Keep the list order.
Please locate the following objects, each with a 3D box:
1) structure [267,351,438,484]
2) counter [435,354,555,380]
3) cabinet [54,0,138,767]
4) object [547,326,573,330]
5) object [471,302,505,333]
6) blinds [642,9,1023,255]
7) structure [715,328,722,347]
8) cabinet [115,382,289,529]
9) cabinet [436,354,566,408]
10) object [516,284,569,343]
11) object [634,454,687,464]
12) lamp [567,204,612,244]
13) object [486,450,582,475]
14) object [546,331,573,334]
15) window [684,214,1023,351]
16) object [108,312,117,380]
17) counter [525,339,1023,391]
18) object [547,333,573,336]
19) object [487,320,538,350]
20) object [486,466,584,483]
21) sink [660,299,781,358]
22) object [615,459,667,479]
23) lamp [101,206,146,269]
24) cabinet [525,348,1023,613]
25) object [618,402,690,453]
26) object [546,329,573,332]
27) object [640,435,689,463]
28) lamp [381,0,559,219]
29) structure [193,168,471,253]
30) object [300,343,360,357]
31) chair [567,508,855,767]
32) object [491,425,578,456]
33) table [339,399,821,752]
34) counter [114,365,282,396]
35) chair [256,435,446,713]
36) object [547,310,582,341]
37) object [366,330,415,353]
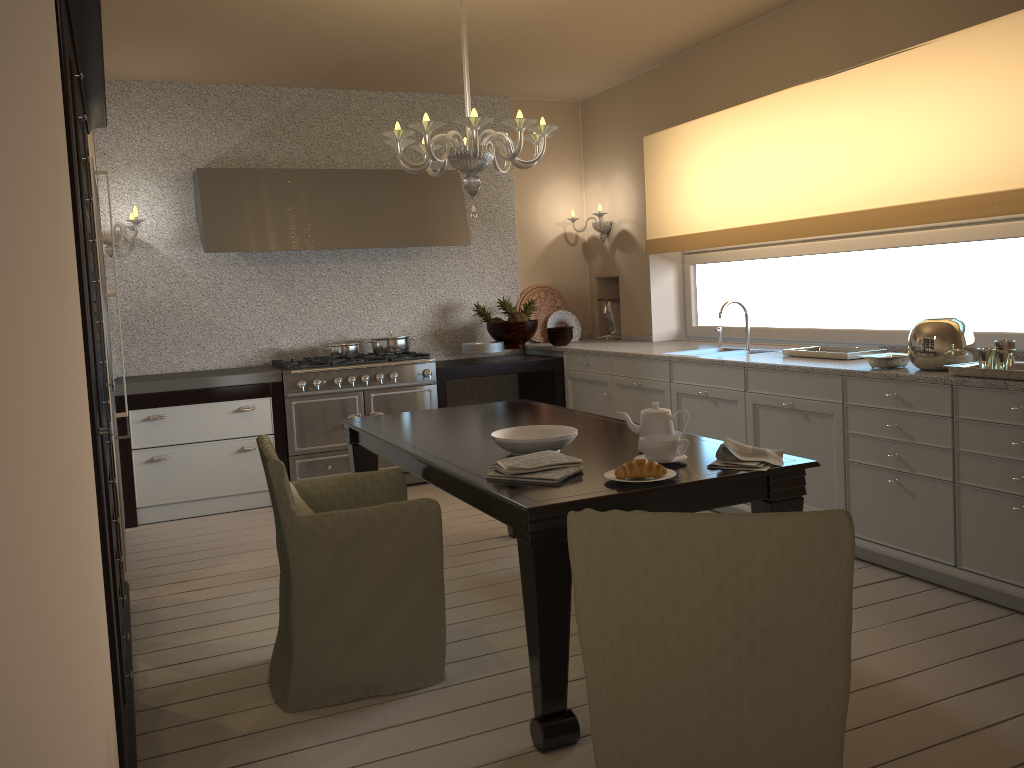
[{"bbox_3d":[-0.989,0.232,5.576,0.930,0.803,0.706,-5,5,-24],"label":"structure"},{"bbox_3d":[-0.189,-0.120,5.976,0.766,0.079,0.601,-6,6,-24],"label":"counter"},{"bbox_3d":[-1.466,0.019,2.285,0.889,1.835,2.493,-5,5,-24],"label":"cabinet"},{"bbox_3d":[0.328,-0.355,6.040,0.180,0.065,0.181,-5,6,-16],"label":"object"},{"bbox_3d":[-0.154,-0.437,6.082,0.278,0.284,0.138,-1,5,22],"label":"object"},{"bbox_3d":[1.606,-1.125,4.300,0.022,0.780,3.555,-5,6,-24],"label":"blinds"},{"bbox_3d":[1.214,-0.263,5.194,0.037,0.134,0.024,-5,4,-24],"label":"structure"},{"bbox_3d":[-1.838,0.367,5.245,0.897,0.722,0.638,-5,5,-24],"label":"cabinet"},{"bbox_3d":[-0.172,0.201,5.997,0.897,0.722,0.601,-5,5,-24],"label":"cabinet"},{"bbox_3d":[0.228,-0.520,6.537,0.431,0.429,0.064,-5,4,-24],"label":"object"},{"bbox_3d":[0.439,0.224,2.616,0.154,0.012,0.154,0,7,27],"label":"object"},{"bbox_3d":[0.601,-1.140,6.362,0.264,0.266,0.480,-5,6,-25],"label":"lamp"},{"bbox_3d":[0.063,0.234,2.558,0.233,0.051,0.165,-6,6,-24],"label":"object"},{"bbox_3d":[0.325,-0.329,6.040,0.180,0.066,0.180,-6,7,-31],"label":"object"},{"bbox_3d":[1.903,-0.855,4.420,0.047,1.349,3.573,-5,6,-24],"label":"window"},{"bbox_3d":[-2.388,-0.216,5.127,0.155,0.393,0.155,-6,5,-35],"label":"object"},{"bbox_3d":[1.215,-0.174,4.700,0.653,0.067,4.246,-6,6,-24],"label":"counter"},{"bbox_3d":[0.327,-0.314,6.041,0.180,0.063,0.181,2,8,44],"label":"object"},{"bbox_3d":[0.007,-0.336,6.067,0.352,0.187,0.351,-8,7,-40],"label":"object"},{"bbox_3d":[0.066,0.252,2.523,0.232,0.026,0.165,1,7,31],"label":"object"},{"bbox_3d":[1.124,-0.213,4.808,0.459,0.480,0.539,-5,5,-24],"label":"sink"},{"bbox_3d":[0.345,0.228,2.384,0.138,0.051,0.062,-4,5,-5],"label":"object"},{"bbox_3d":[-2.253,-0.835,5.104,0.269,0.340,0.480,-5,6,-25],"label":"lamp"},{"bbox_3d":[1.288,0.229,4.753,0.847,0.769,4.229,-5,6,-24],"label":"cabinet"},{"bbox_3d":[0.447,0.135,2.774,0.198,0.155,0.118,-5,5,-18],"label":"object"},{"bbox_3d":[0.326,-0.341,6.040,0.180,0.064,0.181,-5,6,-16],"label":"object"},{"bbox_3d":[0.441,0.193,2.617,0.125,0.069,0.116,-6,6,-30],"label":"object"},{"bbox_3d":[-0.176,-1.201,3.410,0.675,1.125,0.703,-3,4,-6],"label":"lamp"},{"bbox_3d":[-1.130,-1.107,5.675,1.663,0.509,0.480,-6,5,-24],"label":"structure"},{"bbox_3d":[-1.161,-0.224,5.725,0.370,0.090,0.199,-1,6,18],"label":"object"},{"bbox_3d":[0.433,0.604,1.930,0.563,0.799,0.563,-2,5,12],"label":"chair"},{"bbox_3d":[0.074,0.188,2.883,0.282,0.066,0.282,-6,7,-29],"label":"object"},{"bbox_3d":[0.068,0.512,3.249,0.919,0.652,1.994,-5,6,-24],"label":"table"},{"bbox_3d":[-1.864,-0.027,5.232,0.897,0.062,0.601,-6,6,-24],"label":"counter"},{"bbox_3d":[-0.502,0.563,2.806,0.562,0.799,0.564,-4,5,-18],"label":"chair"},{"bbox_3d":[0.383,-0.409,6.531,0.282,0.272,0.093,-5,4,-22],"label":"object"},{"bbox_3d":[-0.797,-0.282,5.830,0.265,0.145,0.266,-1,6,24],"label":"object"}]
